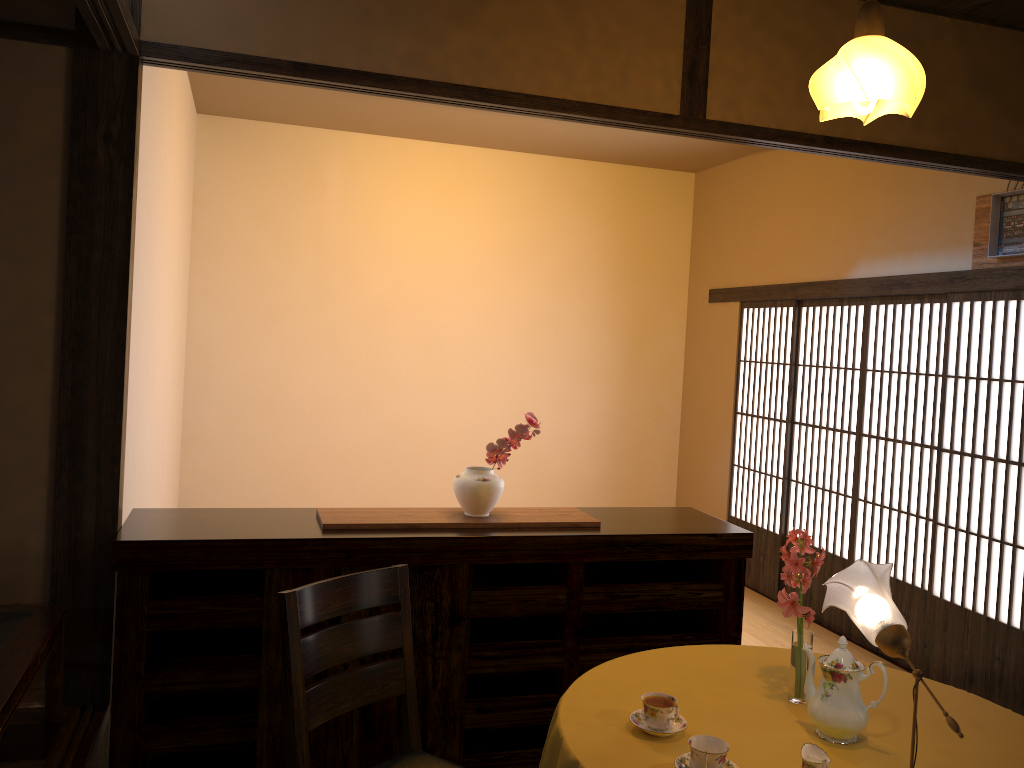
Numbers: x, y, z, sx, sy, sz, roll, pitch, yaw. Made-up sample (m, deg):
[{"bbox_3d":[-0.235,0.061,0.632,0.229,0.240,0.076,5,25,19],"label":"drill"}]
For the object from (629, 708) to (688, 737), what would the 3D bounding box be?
[{"bbox_3d":[0.361,0.843,2.190,0.144,0.024,0.144,5,3,33],"label":"object"}]

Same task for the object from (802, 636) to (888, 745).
[{"bbox_3d":[0.822,0.753,2.205,0.154,0.252,0.164,3,2,-4],"label":"object"}]

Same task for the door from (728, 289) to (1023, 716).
[{"bbox_3d":[2.029,0.485,5.225,0.066,1.999,2.651,3,2,-17],"label":"door"}]

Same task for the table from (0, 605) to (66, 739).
[{"bbox_3d":[-1.491,0.841,2.128,0.600,0.336,0.881,2,3,-17],"label":"table"}]

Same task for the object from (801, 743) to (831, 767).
[{"bbox_3d":[0.655,0.837,1.907,0.083,0.098,0.078,5,3,42],"label":"object"}]

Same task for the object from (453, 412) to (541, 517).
[{"bbox_3d":[-0.053,0.292,3.245,0.321,0.377,0.189,3,2,-8],"label":"object"}]

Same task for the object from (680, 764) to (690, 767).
[{"bbox_3d":[0.397,0.849,1.920,0.029,0.019,0.126,3,3,-14],"label":"object"}]

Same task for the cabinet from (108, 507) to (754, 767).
[{"bbox_3d":[-0.245,0.978,3.209,2.185,0.970,0.490,2,2,-17],"label":"cabinet"}]

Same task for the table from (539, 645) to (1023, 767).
[{"bbox_3d":[0.745,1.222,2.216,1.442,0.695,1.446,2,3,-17],"label":"table"}]

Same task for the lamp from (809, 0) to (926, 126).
[{"bbox_3d":[0.891,-1.066,2.173,0.277,0.809,0.249,3,1,5],"label":"lamp"}]

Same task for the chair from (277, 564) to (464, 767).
[{"bbox_3d":[-0.290,1.029,2.308,0.578,0.959,0.491,5,2,38],"label":"chair"}]

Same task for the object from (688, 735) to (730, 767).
[{"bbox_3d":[0.429,0.826,1.956,0.099,0.076,0.090,2,3,-32],"label":"object"}]

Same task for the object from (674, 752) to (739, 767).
[{"bbox_3d":[0.431,0.858,1.959,0.144,0.024,0.144,5,3,33],"label":"object"}]

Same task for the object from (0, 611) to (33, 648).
[{"bbox_3d":[-1.484,0.671,2.133,0.405,0.003,0.761,2,3,-14],"label":"object"}]

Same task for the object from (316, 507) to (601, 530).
[{"bbox_3d":[-0.191,0.484,3.216,0.997,0.020,0.267,2,3,-17],"label":"object"}]

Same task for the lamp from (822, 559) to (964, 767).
[{"bbox_3d":[0.798,0.992,1.795,0.197,1.202,0.512,3,2,-17],"label":"lamp"}]

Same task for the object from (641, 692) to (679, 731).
[{"bbox_3d":[0.362,0.810,2.185,0.090,0.076,0.099,3,2,8],"label":"object"}]
